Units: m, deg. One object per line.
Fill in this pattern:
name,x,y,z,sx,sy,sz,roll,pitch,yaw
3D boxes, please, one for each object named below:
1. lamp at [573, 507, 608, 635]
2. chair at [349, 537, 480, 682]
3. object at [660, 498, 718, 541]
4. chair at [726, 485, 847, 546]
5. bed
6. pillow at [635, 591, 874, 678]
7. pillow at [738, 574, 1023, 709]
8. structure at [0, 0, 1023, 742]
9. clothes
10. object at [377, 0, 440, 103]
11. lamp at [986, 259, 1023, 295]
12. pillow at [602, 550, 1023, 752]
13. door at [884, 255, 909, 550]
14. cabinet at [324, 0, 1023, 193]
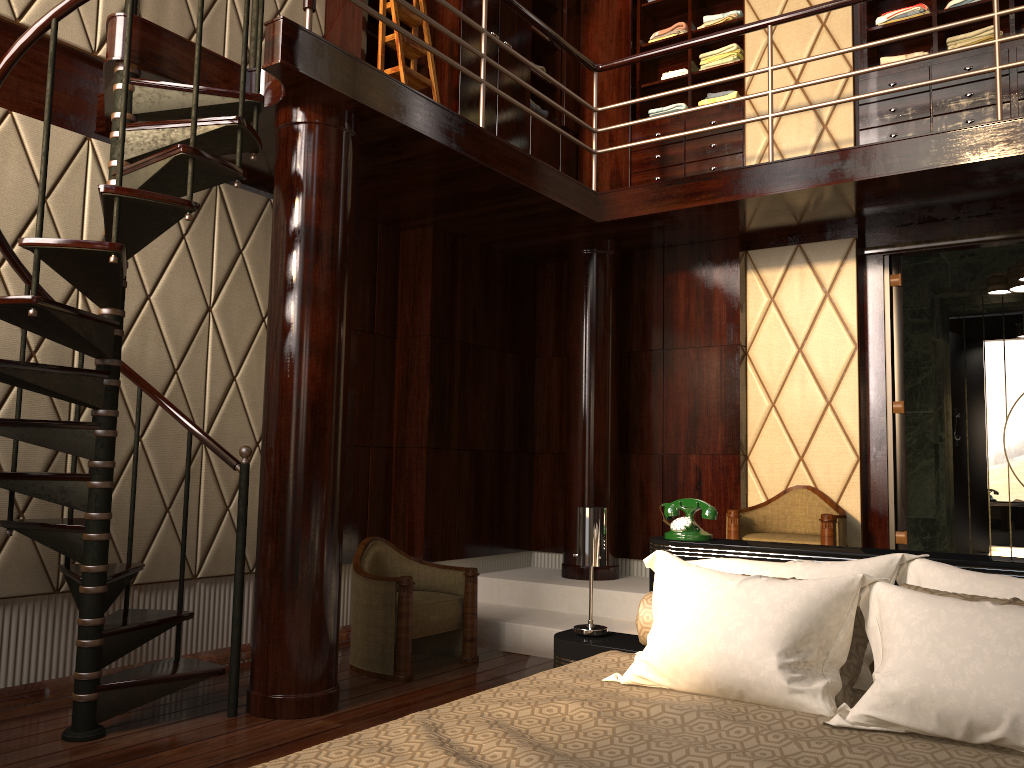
lamp,0.250,0.581,2.779,0.106,0.385,0.109,-4,-8,41
chair,-0.472,0.979,3.991,0.462,0.550,0.571,-3,-7,34
object,0.573,0.436,2.876,0.158,0.131,0.178,2,-6,-3
chair,1.403,0.786,4.462,0.571,0.550,0.462,-3,-7,34
bed,0.505,0.703,1.568,1.985,0.660,2.381,-3,-7,34
pillow,0.969,0.670,2.257,1.396,0.167,0.173,-3,-7,34
pillow,0.808,0.584,1.963,1.123,0.271,0.293,-3,-7,35
structure,1.452,-0.427,2.801,6.107,3.189,3.750,-3,-7,34
clothes,2.250,-2.171,4.869,4.996,0.954,0.818,-2,-6,27
object,-0.483,-1.568,4.431,0.258,0.974,0.275,-3,-7,34
lamp,2.923,-0.706,5.047,0.515,0.347,0.467,4,-6,-26
pillow,0.802,0.562,2.000,1.322,0.320,0.685,-3,-7,36
door,2.678,0.214,4.682,1.435,1.820,0.828,-2,-7,33
cabinet,2.203,-2.219,4.029,6.767,2.432,2.576,-3,-7,34
